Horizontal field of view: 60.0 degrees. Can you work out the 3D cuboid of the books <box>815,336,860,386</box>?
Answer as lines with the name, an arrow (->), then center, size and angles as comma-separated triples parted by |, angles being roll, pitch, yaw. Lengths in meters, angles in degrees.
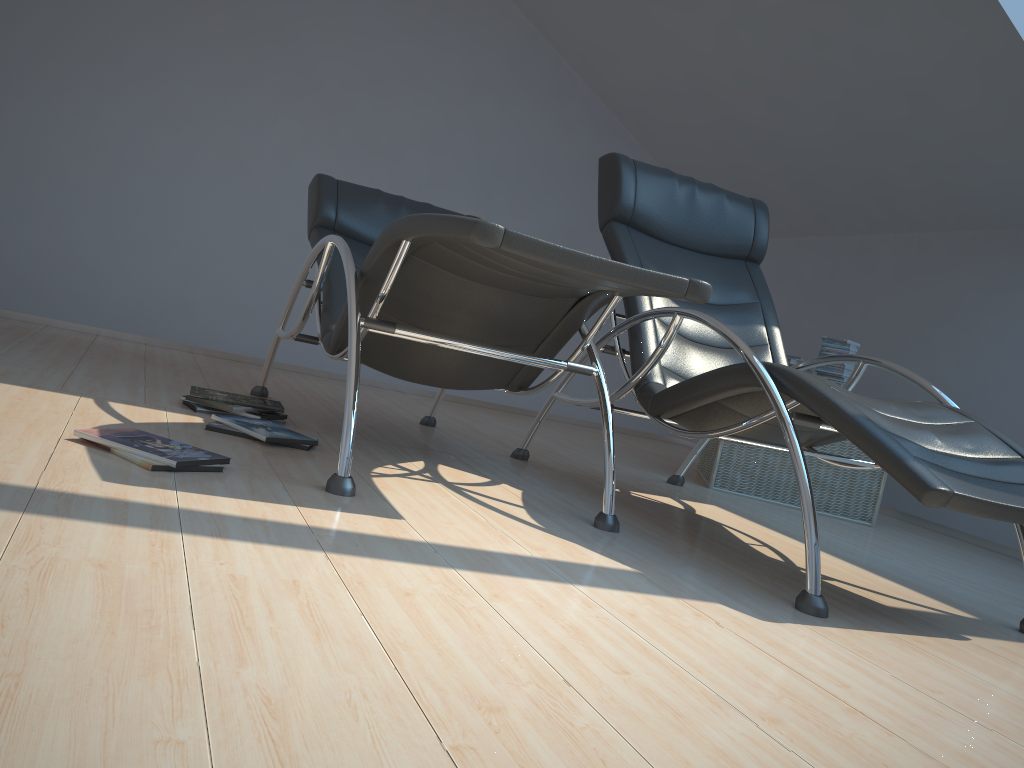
books -> 1.514, -0.061, 4.172 | 0.149, 0.300, 0.149 | 14, 3, 38

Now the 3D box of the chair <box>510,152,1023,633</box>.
chair -> 0.859, -0.122, 2.866 | 0.836, 1.251, 1.938 | 11, 3, -23

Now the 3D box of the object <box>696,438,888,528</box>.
object -> 1.350, 0.300, 4.325 | 0.745, 0.518, 0.744 | 13, 3, 7

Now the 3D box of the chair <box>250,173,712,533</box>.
chair -> -0.242, -0.218, 2.956 | 0.836, 0.953, 2.114 | 11, 3, -23

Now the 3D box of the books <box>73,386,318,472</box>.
books -> 0.649, 0.419, 1.569 | 4.790, 0.222, 1.045 | 14, 3, 34

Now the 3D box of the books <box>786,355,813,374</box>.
books -> 1.370, -0.040, 4.336 | 0.162, 0.184, 0.165 | 11, 3, -25
